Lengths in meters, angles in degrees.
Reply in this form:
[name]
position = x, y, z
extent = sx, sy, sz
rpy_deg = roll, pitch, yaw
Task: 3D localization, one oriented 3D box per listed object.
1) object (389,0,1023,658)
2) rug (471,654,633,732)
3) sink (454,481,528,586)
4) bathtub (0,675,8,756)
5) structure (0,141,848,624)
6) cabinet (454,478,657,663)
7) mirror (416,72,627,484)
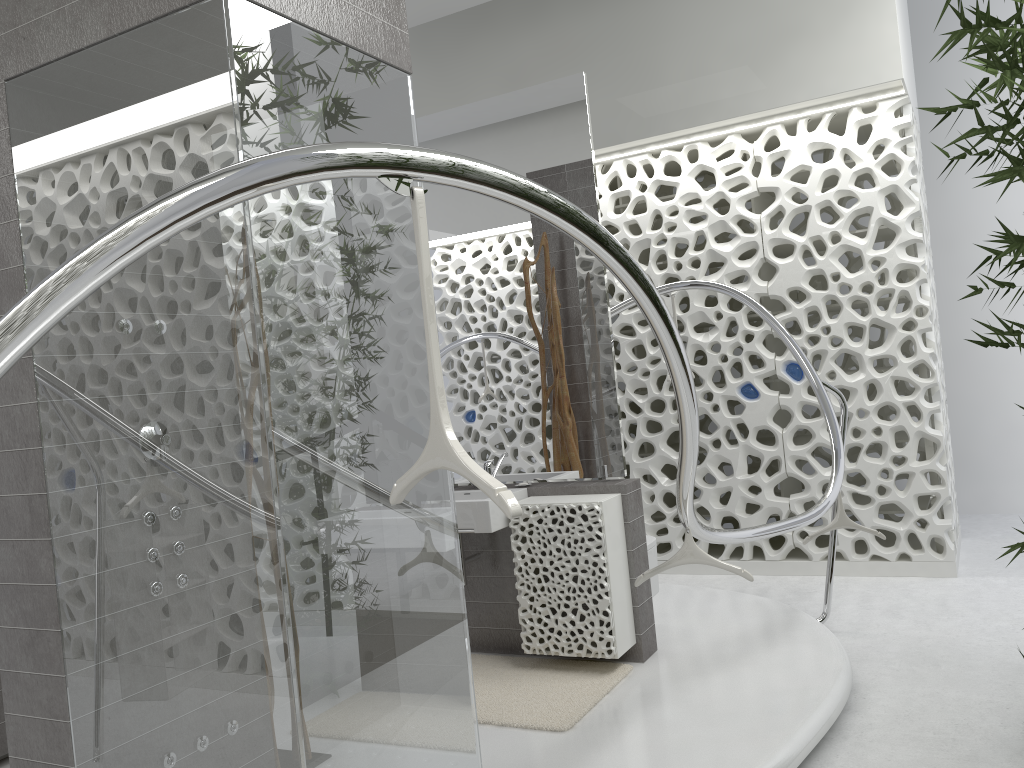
[object]
position = 1.561, -0.597, 2.132
extent = 4.664, 4.038, 4.097
rpy_deg = -6, 0, -13
[rug]
position = -0.114, 1.385, 4.068
extent = 1.153, 0.016, 0.775
rpy_deg = -6, 0, 28
[sink]
position = -0.264, 0.704, 4.444
extent = 0.650, 0.598, 0.478
rpy_deg = -6, 0, 28
[bathtub]
position = -2.360, 1.370, 4.127
extent = 0.800, 0.435, 1.700
rpy_deg = -6, 0, 28
[structure]
position = -1.290, 0.619, 4.138
extent = 5.250, 2.080, 5.433
rpy_deg = -6, 0, 23
[cabinet]
position = 0.037, 0.939, 4.430
extent = 1.200, 0.870, 0.461
rpy_deg = -6, 0, 28
[mirror]
position = -0.027, -0.486, 4.585
extent = 1.100, 1.980, 0.030
rpy_deg = -6, 0, 28
